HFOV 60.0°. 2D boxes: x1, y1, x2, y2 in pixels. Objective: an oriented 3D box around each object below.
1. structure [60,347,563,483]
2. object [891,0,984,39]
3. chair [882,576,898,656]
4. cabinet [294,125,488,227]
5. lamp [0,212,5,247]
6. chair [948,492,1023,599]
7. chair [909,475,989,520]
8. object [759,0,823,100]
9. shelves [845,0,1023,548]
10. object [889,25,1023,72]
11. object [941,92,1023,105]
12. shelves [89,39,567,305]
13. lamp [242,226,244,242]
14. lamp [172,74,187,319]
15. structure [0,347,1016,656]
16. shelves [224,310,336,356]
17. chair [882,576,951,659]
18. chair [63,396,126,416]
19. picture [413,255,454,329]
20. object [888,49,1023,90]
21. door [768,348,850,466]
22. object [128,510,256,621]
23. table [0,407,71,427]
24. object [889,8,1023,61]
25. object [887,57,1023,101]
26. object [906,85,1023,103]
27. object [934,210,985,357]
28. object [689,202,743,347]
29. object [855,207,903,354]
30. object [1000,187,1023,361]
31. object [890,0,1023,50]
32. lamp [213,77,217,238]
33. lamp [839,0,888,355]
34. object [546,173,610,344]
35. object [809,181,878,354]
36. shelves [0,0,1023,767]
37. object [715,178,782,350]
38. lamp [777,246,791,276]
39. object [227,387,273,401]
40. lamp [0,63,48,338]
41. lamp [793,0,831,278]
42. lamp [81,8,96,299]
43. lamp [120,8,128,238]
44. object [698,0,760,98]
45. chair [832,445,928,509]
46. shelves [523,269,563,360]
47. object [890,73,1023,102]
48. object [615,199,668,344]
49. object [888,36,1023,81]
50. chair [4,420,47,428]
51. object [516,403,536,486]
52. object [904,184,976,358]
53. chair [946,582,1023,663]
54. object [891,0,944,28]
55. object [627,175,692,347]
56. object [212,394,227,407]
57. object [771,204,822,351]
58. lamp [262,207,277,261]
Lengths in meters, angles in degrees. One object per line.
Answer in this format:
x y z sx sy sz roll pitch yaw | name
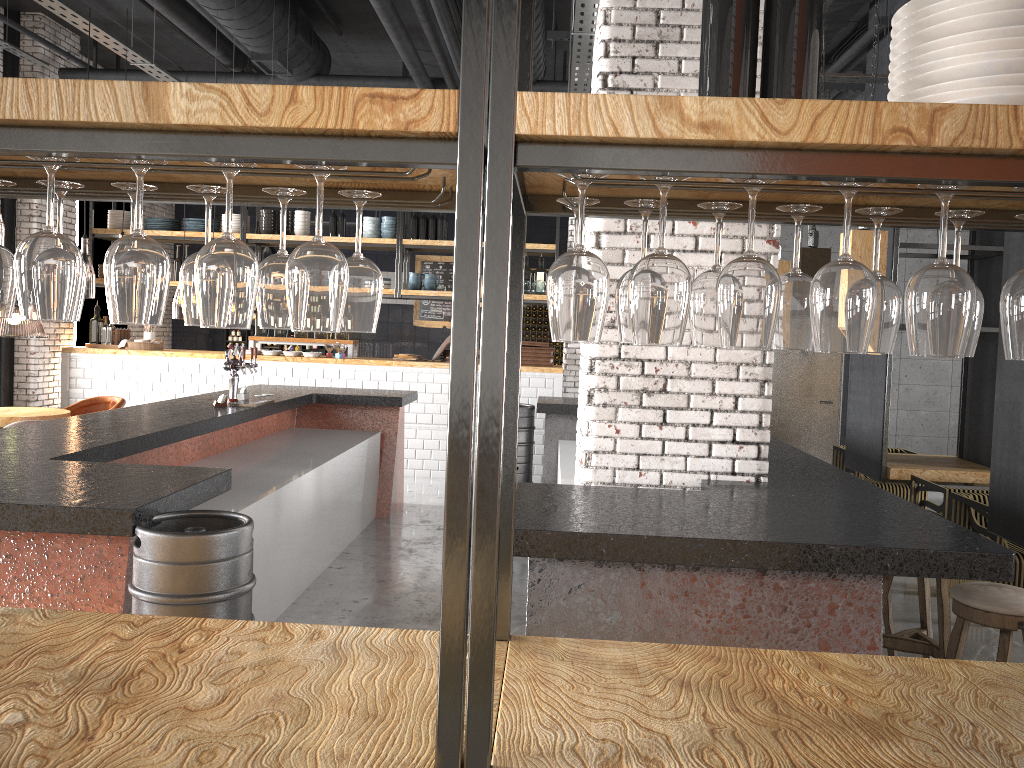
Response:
-2.307 0.327 10.890 5.800 1.345 1.512 2 3 3 | structure
0.836 -0.610 1.534 0.334 0.039 0.335 1 4 -22 | object
1.913 1.079 4.891 0.480 0.805 0.439 0 3 -39 | chair
-2.035 -2.903 13.125 5.863 1.767 0.682 2 2 3 | cabinet
-2.291 -1.387 3.920 0.108 1.597 0.108 4 3 35 | lamp
3.285 1.129 5.723 0.657 0.729 0.639 2 3 2 | chair
3.341 1.088 6.465 0.657 0.729 0.639 2 3 3 | chair
0.491 -0.648 1.549 0.098 0.471 0.098 1 3 -35 | object
3.356 -1.265 4.679 1.003 4.363 6.153 2 3 3 | shelves
0.834 -0.552 1.536 0.334 0.042 0.335 1 3 -14 | object
0.830 -0.440 1.542 0.334 0.045 0.335 1 3 -17 | object
-2.232 -2.614 10.852 5.677 3.064 0.598 2 2 3 | shelves
-2.153 -1.268 7.063 0.108 1.597 0.108 4 3 35 | lamp
-2.153 -1.224 5.819 0.108 1.597 0.108 2 2 -16 | lamp
-0.485 0.604 5.701 4.310 1.532 5.882 2 3 3 | structure
-3.635 -0.977 13.972 1.761 1.481 0.157 2 2 3 | shelves
1.835 1.128 4.002 0.480 0.805 0.439 2 2 -9 | chair
-4.006 0.591 8.514 0.681 0.928 0.644 3 3 25 | chair
-1.053 -1.449 14.002 0.980 1.141 0.021 2 2 3 | picture
0.833 -0.517 1.537 0.335 0.040 0.335 4 4 25 | object
3.588 0.143 11.007 1.120 2.101 0.158 2 2 3 | door
-1.062 0.965 2.935 0.400 1.034 0.397 4 3 38 | object
-4.475 0.651 7.926 0.932 0.809 0.933 -1 4 -45 | table
0.835 -0.571 1.536 0.334 0.041 0.335 0 4 -28 | object
0.832 -0.497 1.539 0.334 0.039 0.335 0 4 -31 | object
0.831 -0.458 1.539 0.334 0.037 0.335 0 4 -31 | object
0.828 -0.185 1.656 0.101 0.267 0.101 1 3 -34 | object
0.386 -0.204 1.676 0.101 0.267 0.101 1 3 -34 | object
0.680 -0.192 1.663 0.101 0.267 0.101 1 3 -34 | object
0.814 -0.169 1.370 0.101 0.267 0.101 1 3 -34 | object
0.836 -0.591 1.536 0.334 0.044 0.335 1 4 -27 | object
-2.173 -1.433 6.467 0.108 1.597 0.108 4 3 35 | lamp
1.299 -0.881 3.227 0.127 1.545 0.127 2 2 3 | lamp
0.107 -0.199 1.403 0.101 0.267 0.101 4 3 39 | object
0.520 -0.182 1.384 0.101 0.267 0.101 1 3 -34 | object
-0.612 -0.928 1.543 3.659 5.015 0.690 2 2 3 | shelves
0.373 -0.188 1.391 0.101 0.267 0.101 1 3 -34 | object
1.361 -0.955 4.525 0.127 1.545 0.127 2 2 3 | lamp
-2.124 0.054 7.139 0.200 0.106 0.767 2 3 3 | object
-4.367 -1.619 7.813 0.537 2.404 0.536 4 3 44 | lamp
1.333 -0.993 3.873 0.127 1.394 0.127 2 2 3 | lamp
-2.157 -1.166 4.499 0.108 1.460 0.108 1 2 -26 | lamp
-2.238 -1.356 5.118 0.108 1.597 0.108 4 3 35 | lamp
0.383 -0.653 1.554 0.098 0.471 0.098 1 3 -35 | object
3.406 0.985 8.258 0.657 0.729 0.639 2 3 2 | chair
0.426 -0.697 13.741 0.889 2.147 0.251 2 2 3 | shelves
0.831 -0.478 1.539 0.334 0.040 0.335 0 4 -33 | object
0.248 -0.210 1.683 0.101 0.267 0.101 4 3 39 | object
0.833 -0.532 1.537 0.335 0.039 0.335 3 3 10 | object
-4.067 0.686 7.417 0.771 0.850 0.803 0 3 -38 | chair
0.004 0.704 8.109 0.400 1.034 0.397 4 3 38 | object
0.667 -0.175 1.377 0.101 0.267 0.101 1 3 -34 | object
1.812 1.163 3.394 0.480 0.805 0.439 1 3 -24 | chair
0.837 -0.629 1.534 0.334 0.039 0.335 1 4 -24 | object
0.235 -0.194 1.397 0.101 0.267 0.101 4 3 39 | object
-2.078 0.112 6.310 0.091 0.091 0.178 1 3 -22 | object
0.533 -0.198 1.670 0.101 0.267 0.101 1 3 -34 | object
-3.791 -2.324 13.810 0.390 0.936 0.391 2 2 5 | lamp
